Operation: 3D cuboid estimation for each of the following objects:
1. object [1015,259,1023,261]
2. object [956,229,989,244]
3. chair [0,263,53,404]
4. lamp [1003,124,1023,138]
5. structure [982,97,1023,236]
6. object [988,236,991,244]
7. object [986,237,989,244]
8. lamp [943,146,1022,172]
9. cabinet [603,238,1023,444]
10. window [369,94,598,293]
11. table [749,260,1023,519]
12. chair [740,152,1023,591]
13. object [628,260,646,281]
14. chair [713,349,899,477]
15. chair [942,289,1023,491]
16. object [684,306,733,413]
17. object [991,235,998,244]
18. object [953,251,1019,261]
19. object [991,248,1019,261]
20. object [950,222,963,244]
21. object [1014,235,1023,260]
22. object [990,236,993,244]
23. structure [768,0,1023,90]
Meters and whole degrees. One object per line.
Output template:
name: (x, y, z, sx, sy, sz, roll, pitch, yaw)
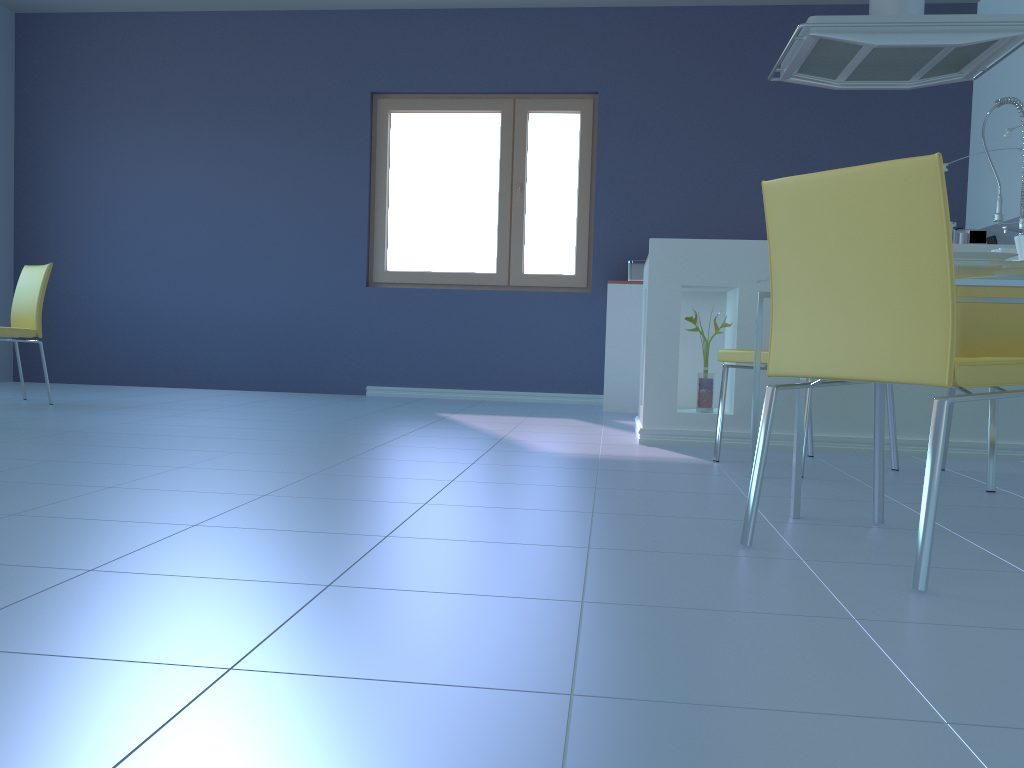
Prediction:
object: (1.264, -0.281, 2.157, 0.194, 0.020, 0.190, 1, 3, -13)
object: (2.401, -0.715, 5.213, 0.611, 0.350, 0.367, 2, 3, 6)
chair: (-2.543, -0.254, 4.329, 0.387, 0.699, 0.484, 4, 4, 42)
lamp: (2.395, -1.161, 3.933, 0.400, 0.134, 0.037, 2, 3, 6)
structure: (2.438, -0.957, 4.335, 0.178, 0.920, 0.308, 2, 3, 5)
object: (2.613, -0.673, 4.846, 0.038, 0.265, 0.019, 3, 3, 16)
object: (2.615, -0.674, 4.867, 0.037, 0.265, 0.019, 2, 3, -3)
lamp: (2.481, -1.194, 4.694, 0.400, 0.134, 0.037, 2, 3, 6)
cabinet: (1.540, -0.179, 4.441, 2.139, 0.800, 2.200, 2, 3, 6)
window: (-0.199, -1.243, 5.763, 1.475, 1.263, 0.142, 2, 3, 6)
table: (1.269, 0.019, 2.272, 1.173, 0.590, 0.730, 2, 3, 6)
chair: (0.738, -0.027, 1.675, 0.484, 0.695, 0.387, 0, 3, -35)
object: (0.890, -0.673, 5.389, 0.364, 0.153, 0.235, 2, 3, 7)
chair: (0.994, -0.078, 2.934, 0.484, 0.695, 0.387, 0, 3, -30)
chair: (1.577, -0.049, 2.691, 0.387, 0.695, 0.484, 2, 3, 9)
object: (0.758, -0.099, 3.472, 0.229, 0.423, 0.067, 4, 3, 37)
object: (2.607, -0.671, 4.799, 0.037, 0.265, 0.019, 3, 3, 16)
object: (1.027, -0.284, 2.052, 0.228, 0.020, 0.228, 2, 3, 3)
object: (1.350, -0.324, 2.425, 0.111, 0.083, 0.091, 1, 3, -12)
object: (1.677, -0.583, 3.523, 0.170, 0.106, 0.157, 1, 3, -11)
object: (1.270, -0.313, 2.142, 0.111, 0.083, 0.091, 1, 3, -22)
object: (2.610, -0.672, 4.822, 0.038, 0.265, 0.019, 3, 3, 16)
structure: (1.568, -1.761, 3.586, 0.895, 0.962, 0.695, 2, 3, 6)
